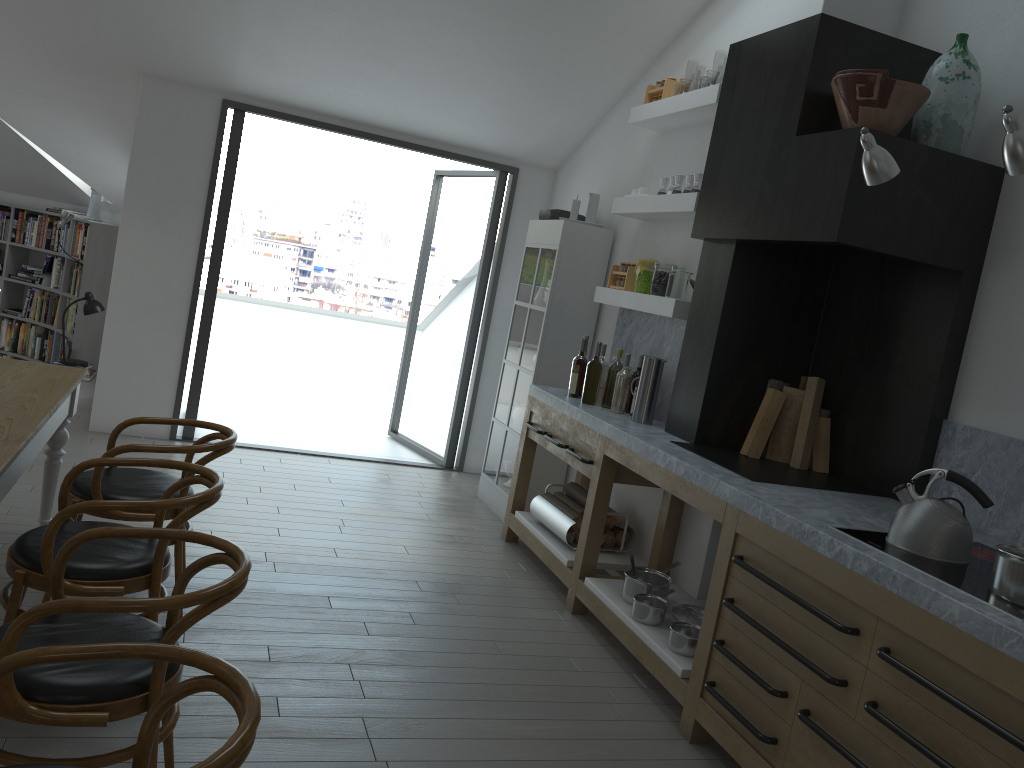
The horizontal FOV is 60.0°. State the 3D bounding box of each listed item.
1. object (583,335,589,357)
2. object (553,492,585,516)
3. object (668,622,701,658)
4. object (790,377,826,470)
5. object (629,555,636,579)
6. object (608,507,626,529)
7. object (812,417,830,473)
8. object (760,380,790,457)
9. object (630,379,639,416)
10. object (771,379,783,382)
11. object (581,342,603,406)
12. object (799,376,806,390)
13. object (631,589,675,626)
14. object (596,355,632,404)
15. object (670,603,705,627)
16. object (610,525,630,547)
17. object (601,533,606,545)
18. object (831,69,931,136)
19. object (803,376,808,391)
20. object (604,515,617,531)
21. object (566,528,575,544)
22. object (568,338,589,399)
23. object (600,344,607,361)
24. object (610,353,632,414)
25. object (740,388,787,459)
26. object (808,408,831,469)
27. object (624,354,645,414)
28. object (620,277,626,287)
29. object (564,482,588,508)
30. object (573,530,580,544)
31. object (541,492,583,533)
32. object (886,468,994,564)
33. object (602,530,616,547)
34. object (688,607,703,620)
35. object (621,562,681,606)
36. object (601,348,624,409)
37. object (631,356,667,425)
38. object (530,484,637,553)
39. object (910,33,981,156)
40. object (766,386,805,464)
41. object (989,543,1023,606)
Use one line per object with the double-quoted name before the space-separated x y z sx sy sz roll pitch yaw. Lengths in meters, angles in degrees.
"object" 0.410 -0.114 5.283 0.085 0.359 0.089 11 5 2
"object" 0.344 0.699 4.967 0.101 0.086 0.364 8 7 -22
"object" 0.757 1.036 3.605 0.260 0.112 0.154 8 6 -20
"object" 1.337 0.177 3.999 0.078 0.426 0.148 12 5 15
"object" 0.578 0.894 4.104 0.051 0.152 0.191 9 6 -20
"object" 0.521 0.716 5.004 0.071 0.072 0.424 8 7 -22
"object" 1.400 0.277 4.013 0.057 0.251 0.114 9 5 -17
"object" 1.207 0.166 4.144 0.131 0.366 0.068 10 5 -6
"object" 0.701 0.019 4.738 0.081 0.329 0.081 11 5 7
"object" 1.203 0.152 4.202 0.074 0.358 0.057 10 5 -5
"object" 0.451 -0.056 4.903 0.093 0.358 0.092 13 6 24
"object" 1.359 0.171 4.246 0.088 0.424 0.068 10 5 -5
"object" 0.642 0.982 3.882 0.260 0.112 0.154 7 7 -30
"object" 0.577 -0.023 5.063 0.184 0.285 0.184 11 5 4
"object" 0.902 1.024 3.932 0.507 0.052 0.264 5 9 -43
"object" 0.526 0.804 5.030 0.091 0.092 0.439 8 7 -22
"object" 0.373 0.792 4.955 0.093 0.083 0.481 8 7 -22
"object" 1.414 -1.062 3.470 0.366 0.236 0.349 11 6 -2
"object" 1.372 0.194 4.176 0.110 0.457 0.090 9 5 -20
"object" 0.439 0.726 4.995 0.114 0.079 0.437 8 7 -22
"object" 0.226 0.779 4.901 0.067 0.067 0.424 8 7 -22
"object" 0.386 -0.087 5.088 0.093 0.358 0.092 12 5 14
"object" 0.516 -0.074 5.242 0.085 0.330 0.085 10 5 -11
"object" 0.593 -0.002 4.752 0.085 0.330 0.085 10 5 -11
"object" 1.152 0.182 4.067 0.148 0.335 0.081 8 6 -29
"object" 1.394 0.257 4.095 0.110 0.295 0.105 6 7 -45
"object" 0.681 0.002 4.843 0.085 0.330 0.085 10 5 -11
"object" 0.674 -0.597 5.240 0.058 0.075 0.059 11 6 3
"object" 0.397 0.644 5.015 0.103 0.102 0.293 8 7 -22
"object" 0.300 0.792 4.930 0.067 0.067 0.424 8 7 -22
"object" 0.278 0.708 4.916 0.092 0.093 0.439 8 7 -22
"object" 1.337 0.397 2.793 0.246 0.267 0.247 10 6 -10
"object" 0.443 0.799 5.003 0.090 0.089 0.457 8 7 -22
"object" 0.830 1.018 3.829 0.041 0.045 0.248 9 7 -21
"object" 0.681 0.941 4.113 0.378 0.163 0.224 7 7 -30
"object" 0.567 -0.029 4.892 0.092 0.338 0.092 11 5 -2
"object" 0.695 0.029 4.569 0.114 0.338 0.165 9 5 -17
"object" 0.395 0.747 4.944 0.428 0.231 0.529 8 7 -22
"object" 1.749 -1.145 3.552 0.231 0.502 0.231 13 6 21
"object" 1.269 0.197 4.091 0.130 0.365 0.072 11 5 -1
"object" 1.481 0.543 2.351 0.232 0.170 0.396 6 8 -40
